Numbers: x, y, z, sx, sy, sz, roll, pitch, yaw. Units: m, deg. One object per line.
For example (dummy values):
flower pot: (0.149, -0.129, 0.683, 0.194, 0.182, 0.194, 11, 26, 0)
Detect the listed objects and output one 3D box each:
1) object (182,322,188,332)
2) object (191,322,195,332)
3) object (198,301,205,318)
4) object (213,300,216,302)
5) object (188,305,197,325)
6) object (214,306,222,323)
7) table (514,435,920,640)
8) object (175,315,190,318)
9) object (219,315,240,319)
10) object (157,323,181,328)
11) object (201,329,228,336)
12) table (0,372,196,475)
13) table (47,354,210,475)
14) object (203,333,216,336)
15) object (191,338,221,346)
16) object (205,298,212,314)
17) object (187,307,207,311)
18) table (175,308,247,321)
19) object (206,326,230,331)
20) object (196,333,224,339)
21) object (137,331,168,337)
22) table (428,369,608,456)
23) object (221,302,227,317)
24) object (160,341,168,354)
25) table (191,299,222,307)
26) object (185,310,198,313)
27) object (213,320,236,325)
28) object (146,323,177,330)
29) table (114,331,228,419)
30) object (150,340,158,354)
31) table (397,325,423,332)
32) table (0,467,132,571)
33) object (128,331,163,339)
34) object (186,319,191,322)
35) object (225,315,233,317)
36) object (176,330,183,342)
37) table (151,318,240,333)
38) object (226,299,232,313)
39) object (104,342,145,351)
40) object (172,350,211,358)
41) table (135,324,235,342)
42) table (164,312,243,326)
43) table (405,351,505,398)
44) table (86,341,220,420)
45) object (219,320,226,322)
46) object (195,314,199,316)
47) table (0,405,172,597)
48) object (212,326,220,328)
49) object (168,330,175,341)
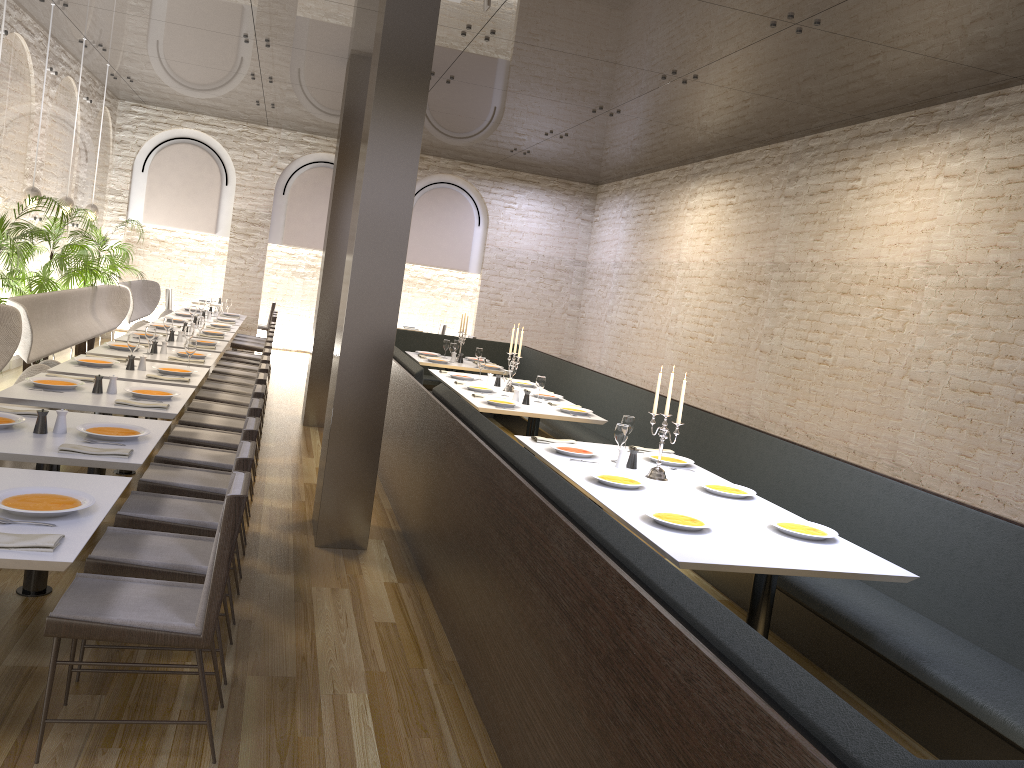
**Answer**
object: (-3.567, -0.626, 9.673, 0.059, 0.109, 0.059, 6, 4, -23)
object: (-3.511, -0.625, 9.735, 0.059, 0.109, 0.059, 6, 4, -23)
object: (-4.106, -0.973, 11.693, 0.086, 0.230, 0.086, 9, 4, 15)
object: (-5.487, -1.509, 16.009, 0.272, 0.033, 0.143, 7, 6, -15)
object: (-3.837, -0.825, 10.635, 0.086, 0.230, 0.086, 9, 4, 15)
object: (-3.704, -0.858, 11.138, 0.086, 0.230, 0.086, 9, 4, 15)
table: (0.799, 0.942, 4.776, 1.099, 0.758, 2.550, 7, 6, -15)
object: (-4.330, -0.889, 11.644, 0.185, 0.010, 0.017, 7, 5, -15)
object: (-4.048, -0.962, 12.710, 0.272, 0.033, 0.143, 7, 6, -15)
object: (-3.892, -0.661, 10.013, 0.272, 0.033, 0.143, 7, 6, -15)
object: (-3.308, -0.564, 9.814, 0.321, 0.036, 0.323, 4, 7, -37)
table: (-2.482, 0.420, 5.306, 0.935, 0.758, 1.015, 7, 5, -15)
table: (-2.760, 0.267, 6.399, 0.935, 0.758, 1.015, 7, 5, -15)
object: (-3.269, -0.533, 9.636, 0.181, 0.015, 0.038, 7, 6, -13)
object: (-3.020, -0.406, 8.684, 0.321, 0.036, 0.323, 4, 7, -37)
object: (-4.383, -1.125, 12.781, 0.086, 0.230, 0.086, 9, 4, 15)
object: (-4.717, -1.114, 13.256, 0.272, 0.033, 0.143, 7, 6, -15)
table: (-4.445, -0.658, 13.016, 0.935, 0.758, 1.015, 7, 5, -15)
object: (-3.496, -0.660, 10.546, 0.272, 0.033, 0.143, 7, 6, -15)
object: (-3.222, -0.509, 9.467, 0.272, 0.033, 0.143, 7, 6, -15)
object: (-3.604, -0.503, 8.883, 0.272, 0.033, 0.143, 7, 6, -15)
table: (-0.106, 0.445, 8.331, 1.099, 0.758, 2.550, 7, 6, -15)
object: (-3.973, -1.006, 12.196, 0.086, 0.230, 0.086, 9, 4, 15)
object: (-2.938, -0.310, 7.484, 0.059, 0.109, 0.059, 6, 4, -23)
table: (-5.214, -1.052, 15.768, 0.935, 0.758, 1.015, 7, 5, -15)
object: (-4.610, -1.043, 12.744, 0.185, 0.010, 0.017, 7, 5, -15)
object: (-3.767, -0.809, 11.610, 0.272, 0.033, 0.143, 7, 6, -15)
object: (-3.824, -0.624, 9.678, 0.321, 0.036, 0.323, 4, 7, -37)
table: (-3.331, -0.046, 8.643, 0.935, 0.758, 1.015, 7, 5, -15)
object: (-2.994, -0.312, 7.422, 0.059, 0.109, 0.059, 6, 4, -23)
table: (-2.240, -0.711, 16.562, 0.935, 0.758, 1.015, 7, 5, -15)
table: (-1.867, 0.758, 2.892, 0.935, 0.758, 1.015, 7, 5, -15)
object: (-3.536, -0.466, 8.548, 0.321, 0.036, 0.323, 4, 7, -37)
object: (-4.166, -0.812, 11.092, 0.272, 0.033, 0.143, 7, 6, -15)
object: (-4.094, -0.986, 12.880, 0.181, 0.015, 0.038, 7, 6, -13)
object: (-3.224, -0.467, 8.605, 0.059, 0.109, 0.059, 6, 4, -23)
table: (-3.893, -0.355, 10.851, 0.935, 0.758, 1.015, 7, 5, -15)
object: (-4.250, -1.158, 13.284, 0.086, 0.230, 0.086, 9, 4, 15)
object: (-3.251, -0.309, 7.428, 0.321, 0.036, 0.323, 4, 7, -32)
object: (-2.735, -0.250, 7.563, 0.321, 0.036, 0.323, 4, 7, -32)
table: (-3.619, -0.204, 9.772, 0.935, 0.758, 1.015, 7, 5, -15)
table: (-4.164, -0.504, 11.916, 0.935, 0.758, 1.015, 7, 5, -15)
table: (-0.734, 0.100, 10.797, 1.099, 0.758, 1.193, 7, 5, -15)
table: (-3.046, 0.110, 7.522, 0.935, 0.758, 1.015, 7, 5, -15)
object: (-3.814, -0.832, 11.780, 0.181, 0.015, 0.038, 7, 6, -13)
object: (-4.437, -0.961, 12.156, 0.272, 0.033, 0.143, 7, 6, -15)
table: (-2.174, 0.589, 4.099, 0.935, 0.758, 1.015, 7, 5, -15)
object: (-3.543, -0.683, 10.715, 0.181, 0.015, 0.038, 7, 6, -13)
object: (-3.280, -0.469, 8.543, 0.059, 0.109, 0.059, 6, 4, -23)
